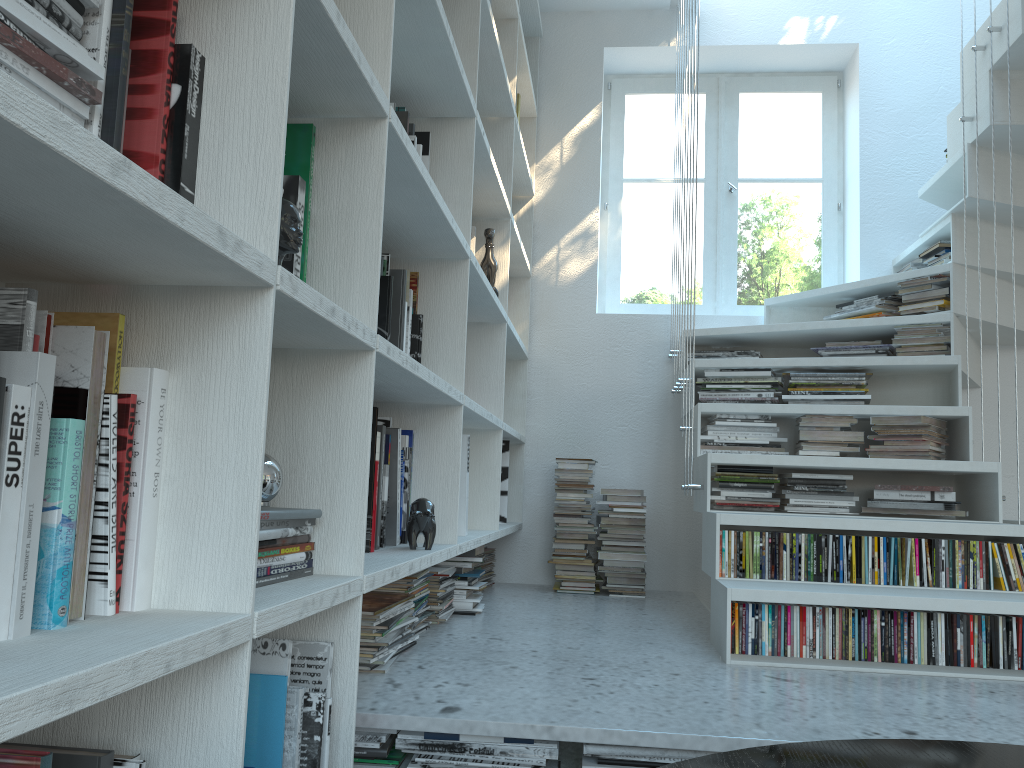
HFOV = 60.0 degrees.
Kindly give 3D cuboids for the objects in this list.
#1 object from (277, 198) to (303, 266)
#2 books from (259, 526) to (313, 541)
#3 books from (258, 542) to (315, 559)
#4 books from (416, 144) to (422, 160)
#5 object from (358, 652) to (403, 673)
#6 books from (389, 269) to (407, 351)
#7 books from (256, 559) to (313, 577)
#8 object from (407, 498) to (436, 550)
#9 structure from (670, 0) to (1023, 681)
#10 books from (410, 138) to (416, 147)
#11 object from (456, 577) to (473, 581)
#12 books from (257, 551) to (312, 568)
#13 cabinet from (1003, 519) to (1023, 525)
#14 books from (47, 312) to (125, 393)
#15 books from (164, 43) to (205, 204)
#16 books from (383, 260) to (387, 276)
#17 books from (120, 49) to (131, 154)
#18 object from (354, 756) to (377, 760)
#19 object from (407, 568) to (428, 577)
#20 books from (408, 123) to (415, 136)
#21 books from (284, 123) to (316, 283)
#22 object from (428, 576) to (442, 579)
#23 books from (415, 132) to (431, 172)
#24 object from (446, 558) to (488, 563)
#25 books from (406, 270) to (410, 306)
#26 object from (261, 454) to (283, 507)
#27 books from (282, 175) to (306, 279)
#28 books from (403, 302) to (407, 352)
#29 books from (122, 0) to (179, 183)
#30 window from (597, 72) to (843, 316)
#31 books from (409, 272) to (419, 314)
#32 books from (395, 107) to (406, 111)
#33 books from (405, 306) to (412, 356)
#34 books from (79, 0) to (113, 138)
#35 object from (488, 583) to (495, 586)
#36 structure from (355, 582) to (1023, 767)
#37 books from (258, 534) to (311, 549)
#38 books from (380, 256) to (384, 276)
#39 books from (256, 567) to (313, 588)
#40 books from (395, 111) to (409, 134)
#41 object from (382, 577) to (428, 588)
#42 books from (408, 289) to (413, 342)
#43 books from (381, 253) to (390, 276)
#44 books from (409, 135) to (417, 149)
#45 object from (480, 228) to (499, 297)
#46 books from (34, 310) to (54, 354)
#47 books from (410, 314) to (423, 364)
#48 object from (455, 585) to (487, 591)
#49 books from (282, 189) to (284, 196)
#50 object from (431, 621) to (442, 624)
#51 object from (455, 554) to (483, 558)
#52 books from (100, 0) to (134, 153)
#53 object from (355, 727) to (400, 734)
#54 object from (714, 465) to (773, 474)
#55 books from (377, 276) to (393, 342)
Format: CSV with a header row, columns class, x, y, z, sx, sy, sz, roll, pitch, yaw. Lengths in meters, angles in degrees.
class,x,y,z,sx,sy,sz,roll,pitch,yaw
object,-0.289,-0.172,1.069,0.079,0.113,0.054,2,-6,5
books,-0.384,0.196,1.181,0.161,0.012,0.254,1,-7,6
books,-0.392,0.220,1.180,0.159,0.012,0.285,1,-7,9
books,-0.310,-0.470,2.146,0.178,0.224,0.012,1,-6,6
object,-0.358,0.625,2.045,0.193,0.007,0.346,2,-7,1
books,-0.332,-0.133,1.989,0.184,0.250,0.018,1,-6,6
books,-0.397,0.244,1.178,0.159,0.012,0.285,1,-7,11
object,-0.197,0.305,1.934,0.064,0.114,0.161,3,-7,-6
structure,1.531,-0.621,2.488,1.954,3.377,2.617,1,-6,6
books,-0.322,-0.472,2.072,0.188,0.209,0.006,1,-6,6
object,-0.233,0.626,2.906,0.199,0.015,0.134,1,-7,6
books,-0.394,0.232,1.179,0.161,0.012,0.254,1,-7,12
cabinet,2.065,0.766,2.638,0.993,0.667,0.552,1,-6,6
books,-0.481,0.075,0.907,0.149,0.300,0.011,1,-6,6
books,-0.442,-0.250,0.960,0.199,0.229,0.034,1,-6,6
books,-0.357,-0.145,1.935,0.158,0.258,0.008,1,-6,6
books,-0.474,-0.249,0.925,0.132,0.217,0.021,1,-6,6
object,-0.346,0.678,1.682,0.221,0.011,0.135,1,-7,10
object,-0.329,0.504,2.398,0.161,0.005,0.254,1,-7,6
books,-0.319,-0.493,2.119,0.165,0.263,0.018,1,-6,6
books,-0.406,-0.246,1.379,0.182,0.324,0.014,1,-6,6
object,-0.293,0.582,2.760,0.207,0.008,0.328,1,-7,6
books,-0.298,-0.489,2.189,0.183,0.273,0.012,1,-6,6
object,-0.232,0.571,2.901,0.295,0.004,0.145,2,-7,4
books,-0.331,-0.134,2.078,0.173,0.274,0.006,1,-6,6
object,-0.344,0.127,1.188,0.071,0.072,0.071,7,-8,-35
books,-0.403,-0.201,1.331,0.171,0.223,0.029,1,-6,6
books,-0.330,-0.097,2.003,0.182,0.182,0.018,1,-6,6
books,-0.454,-0.278,0.942,0.186,0.279,0.011,1,-6,6
window,0.976,-0.872,4.151,1.117,1.224,0.042,1,-6,6
books,-0.315,-0.132,2.184,0.162,0.295,0.007,1,-6,6
books,-0.334,-0.512,2.100,0.154,0.295,0.013,1,-6,6
books,-0.330,-0.090,2.061,0.190,0.182,0.019,1,-6,6
books,-0.469,-0.276,0.852,0.161,0.253,0.012,1,-6,6
object,-0.217,0.801,3.530,0.205,0.007,0.368,0,-7,16
structure,1.074,1.034,2.213,3.112,0.658,2.903,1,-7,6
books,-0.395,0.208,1.182,0.161,0.012,0.254,1,-7,11
books,-0.359,-0.148,1.924,0.149,0.262,0.015,1,-6,6
books,-0.393,0.256,1.176,0.159,0.012,0.285,1,-7,9
books,-0.330,-0.501,2.054,0.174,0.264,0.021,1,-6,6
object,-0.330,0.530,2.392,0.161,0.005,0.254,1,-7,6
books,-0.329,-0.111,2.088,0.181,0.229,0.018,1,-6,6
books,-0.358,-0.152,1.981,0.159,0.284,0.007,1,-6,6
books,-0.321,-0.475,2.082,0.187,0.219,0.013,1,-6,6
object,-0.082,-0.385,3.025,0.075,0.288,0.087,-3,-8,41
books,-0.500,0.072,0.818,0.132,0.283,0.010,1,-6,6
books,-0.311,-0.079,2.137,0.189,0.180,0.016,1,-6,6
object,-0.235,0.657,2.895,0.293,0.007,0.132,1,-7,9
books,-0.428,-0.198,1.260,0.169,0.205,0.091,1,-6,6
object,-0.297,0.711,2.747,0.207,0.008,0.328,1,-7,6
object,-0.232,0.554,2.900,0.259,0.005,0.142,1,-7,10
books,-0.465,-0.278,0.863,0.184,0.260,0.011,1,-6,6
object,-0.343,0.627,1.692,0.290,0.024,0.131,1,-7,8
object,0.741,0.276,2.854,0.174,0.025,0.161,1,-7,10
books,-0.347,-0.126,1.905,0.177,0.215,0.016,1,-6,6
